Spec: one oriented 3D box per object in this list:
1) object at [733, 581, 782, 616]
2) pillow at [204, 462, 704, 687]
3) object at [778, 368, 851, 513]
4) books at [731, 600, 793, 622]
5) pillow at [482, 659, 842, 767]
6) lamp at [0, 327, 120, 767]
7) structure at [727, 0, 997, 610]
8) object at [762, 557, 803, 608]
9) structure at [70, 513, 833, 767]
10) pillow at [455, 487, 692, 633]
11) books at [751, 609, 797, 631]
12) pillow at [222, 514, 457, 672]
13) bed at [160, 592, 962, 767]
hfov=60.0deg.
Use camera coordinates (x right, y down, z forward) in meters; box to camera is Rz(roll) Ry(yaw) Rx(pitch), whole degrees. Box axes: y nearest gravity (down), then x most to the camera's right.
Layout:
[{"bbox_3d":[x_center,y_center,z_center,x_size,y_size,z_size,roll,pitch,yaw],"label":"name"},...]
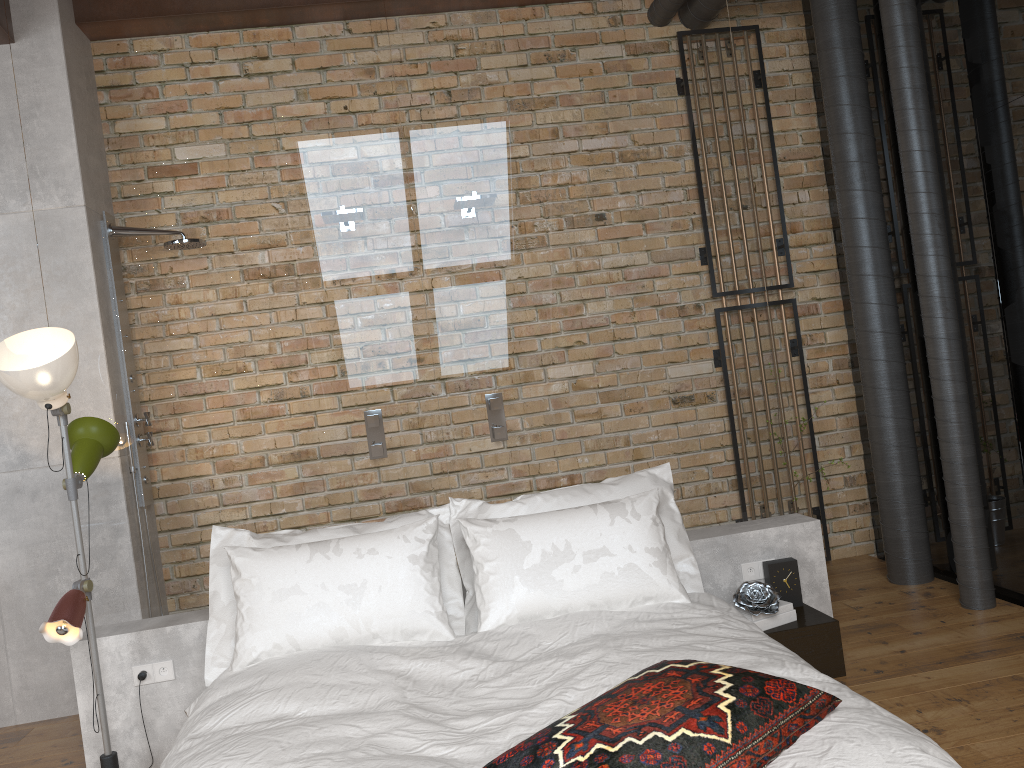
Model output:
[{"bbox_3d":[0.881,0.769,3.191,0.170,0.094,0.160,-8,0,4],"label":"object"},{"bbox_3d":[-0.196,0.650,3.171,1.746,0.517,0.358,-8,0,-8],"label":"pillow"},{"bbox_3d":[1.506,0.428,4.485,0.228,1.117,0.517,-8,0,-37],"label":"object"},{"bbox_3d":[0.900,0.820,3.255,0.184,0.030,0.175,-8,0,-24],"label":"books"},{"bbox_3d":[0.287,0.708,1.765,0.453,0.157,0.748,-8,0,43],"label":"pillow"},{"bbox_3d":[-1.466,0.600,2.991,0.270,1.582,0.561,-8,0,-10],"label":"lamp"},{"bbox_3d":[1.397,-0.575,4.204,0.829,3.140,1.189,-8,0,-7],"label":"structure"},{"bbox_3d":[1.039,0.767,3.403,0.116,0.178,0.067,-8,0,-4],"label":"object"},{"bbox_3d":[-0.155,0.970,3.409,2.820,0.494,0.206,-8,0,-7],"label":"structure"},{"bbox_3d":[0.207,0.612,3.056,0.748,0.385,0.291,-8,0,-8],"label":"pillow"},{"bbox_3d":[0.898,0.856,3.254,0.203,0.040,0.193,-8,0,-26],"label":"books"},{"bbox_3d":[-0.576,0.695,2.953,0.744,0.397,0.276,-8,0,-8],"label":"pillow"},{"bbox_3d":[0.124,0.960,2.247,2.300,0.442,2.169,-8,0,-7],"label":"bed"}]
